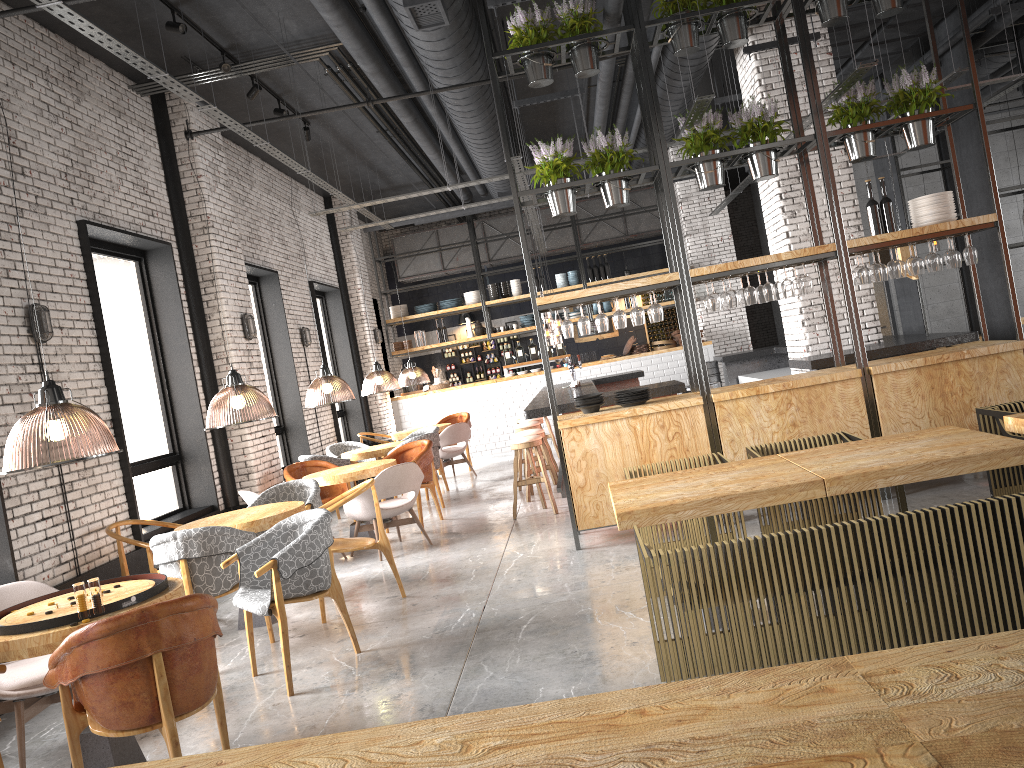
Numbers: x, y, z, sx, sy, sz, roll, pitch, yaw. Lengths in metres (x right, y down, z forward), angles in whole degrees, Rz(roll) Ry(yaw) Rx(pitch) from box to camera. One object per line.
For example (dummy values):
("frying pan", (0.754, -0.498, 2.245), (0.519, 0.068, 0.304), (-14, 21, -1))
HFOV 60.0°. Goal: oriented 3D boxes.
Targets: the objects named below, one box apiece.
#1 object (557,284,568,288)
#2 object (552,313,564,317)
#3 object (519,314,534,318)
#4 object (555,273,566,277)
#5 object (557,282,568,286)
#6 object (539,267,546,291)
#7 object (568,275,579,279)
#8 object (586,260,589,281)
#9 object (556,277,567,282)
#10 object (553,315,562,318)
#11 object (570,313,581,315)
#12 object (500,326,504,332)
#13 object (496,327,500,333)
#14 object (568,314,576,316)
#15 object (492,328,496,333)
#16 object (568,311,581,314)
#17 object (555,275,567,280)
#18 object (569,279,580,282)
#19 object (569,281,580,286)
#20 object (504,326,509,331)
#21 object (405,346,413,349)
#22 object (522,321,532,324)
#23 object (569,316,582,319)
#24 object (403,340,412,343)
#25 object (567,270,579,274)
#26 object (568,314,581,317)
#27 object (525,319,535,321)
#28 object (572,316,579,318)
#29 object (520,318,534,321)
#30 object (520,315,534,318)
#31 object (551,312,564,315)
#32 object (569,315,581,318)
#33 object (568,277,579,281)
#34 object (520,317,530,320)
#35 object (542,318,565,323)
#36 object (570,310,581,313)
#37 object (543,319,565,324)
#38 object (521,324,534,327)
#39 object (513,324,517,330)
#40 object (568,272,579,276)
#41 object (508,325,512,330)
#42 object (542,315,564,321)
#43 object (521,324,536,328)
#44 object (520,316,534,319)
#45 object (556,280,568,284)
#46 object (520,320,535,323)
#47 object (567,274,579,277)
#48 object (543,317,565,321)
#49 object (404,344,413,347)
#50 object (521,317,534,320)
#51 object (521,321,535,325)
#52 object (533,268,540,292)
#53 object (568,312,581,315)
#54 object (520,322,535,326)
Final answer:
("object", (0.949, -1.809, 16.538), (0.210, 0.065, 0.210), (-10, 1, 22))
("object", (0.758, -1.272, 16.559), (0.453, 0.048, 0.454), (-9, 2, 31))
("object", (0.302, -1.269, 16.592), (0.372, 0.050, 0.373), (-10, 2, 26))
("object", (0.913, -2.023, 16.534), (0.210, 0.074, 0.210), (-10, 1, 9))
("object", (0.940, -1.852, 16.537), (0.210, 0.069, 0.209), (-11, 2, -30))
("object", (0.557, -1.948, 16.515), (0.098, 0.471, 0.098), (-10, 0, 27))
("object", (1.150, -1.958, 16.498), (0.218, 0.092, 0.219), (-9, 2, 40))
("object", (1.454, -2.112, 16.645), (0.098, 0.471, 0.098), (-10, 0, 27))
("object", (0.922, -1.937, 16.536), (0.210, 0.078, 0.210), (-10, 1, 26))
("object", (0.764, -1.251, 16.558), (0.455, 0.065, 0.452), (-11, 2, -33))
("object", (1.173, -1.294, 16.531), (0.263, 0.028, 0.264), (-9, 2, 31))
("object", (-0.179, -1.012, 16.410), (0.072, 0.097, 0.072), (-10, 1, 44))
("object", (-0.256, -0.999, 16.416), (0.072, 0.097, 0.072), (-10, 1, 26))
("object", (1.176, -1.284, 16.530), (0.264, 0.032, 0.263), (-11, 2, -37))
("object", (-0.332, -0.985, 16.421), (0.072, 0.097, 0.072), (-10, 1, 27))
("object", (1.169, -1.323, 16.530), (0.265, 0.034, 0.265), (-10, 1, 17))
("object", (0.918, -1.980, 16.533), (0.210, 0.076, 0.210), (-11, 1, -21))
("object", (1.170, -1.896, 16.496), (0.218, 0.093, 0.218), (-10, 1, -12))
("object", (1.171, -1.863, 16.495), (0.219, 0.085, 0.218), (-11, 1, -27))
("object", (-0.099, -1.027, 16.404), (0.072, 0.097, 0.072), (-10, 1, 25))
("object", (-1.958, -0.678, 16.787), (0.157, 0.053, 0.168), (-10, 1, 9))
("object", (0.324, -1.142, 16.593), (0.334, 0.045, 0.335), (-10, 1, 1))
("object", (1.185, -1.230, 16.531), (0.263, 0.026, 0.264), (-9, 2, 39))
("object", (-1.980, -0.798, 16.786), (0.157, 0.053, 0.168), (-10, 1, 9))
("object", (1.138, -2.053, 16.498), (0.218, 0.091, 0.219), (-10, 1, 22))
("object", (1.177, -1.270, 16.531), (0.264, 0.038, 0.265), (-9, 2, 27))
("object", (0.317, -1.181, 16.593), (0.334, 0.039, 0.335), (-10, 1, 4))
("object", (1.183, -1.242, 16.530), (0.263, 0.038, 0.263), (-10, 1, 19))
("object", (0.317, -1.194, 16.594), (0.334, 0.052, 0.334), (-9, 2, 42))
("object", (0.307, -1.250, 16.593), (0.334, 0.048, 0.334), (-10, 1, -9))
("object", (0.756, -1.297, 16.559), (0.452, 0.062, 0.454), (-10, 1, 20))
("object", (1.180, -1.252, 16.531), (0.263, 0.037, 0.263), (-11, 2, -22))
("object", (1.155, -1.926, 16.494), (0.218, 0.092, 0.218), (-10, 1, -6))
("object", (0.310, -1.221, 16.593), (0.335, 0.035, 0.334), (-11, 2, -21))
("object", (0.775, -1.179, 16.560), (0.454, 0.042, 0.453), (-11, 2, -21))
("object", (1.166, -1.334, 16.531), (0.265, 0.037, 0.265), (-10, 1, -1))
("object", (0.780, -1.155, 16.561), (0.454, 0.033, 0.454), (-11, 1, -14))
("object", (0.334, -1.092, 16.592), (0.335, 0.046, 0.334), (-10, 1, -11))
("object", (0.055, -1.054, 16.393), (0.072, 0.097, 0.072), (-10, 1, 36))
("object", (1.149, -2.023, 16.496), (0.218, 0.096, 0.218), (-10, 1, -12))
("object", (-0.023, -1.040, 16.399), (0.072, 0.097, 0.072), (-10, 1, 13))
("object", (0.765, -1.227, 16.559), (0.454, 0.062, 0.453), (-11, 2, -41))
("object", (0.336, -1.078, 16.593), (0.335, 0.033, 0.334), (-11, 2, -27))
("object", (0.308, -1.236, 16.593), (0.335, 0.036, 0.334), (-10, 1, -6))
("object", (0.935, -1.895, 16.540), (0.210, 0.074, 0.210), (-11, 1, -21))
("object", (0.324, -1.165, 16.592), (0.371, 0.071, 0.373), (-10, 1, 16))
("object", (1.145, -1.990, 16.498), (0.218, 0.092, 0.219), (-9, 2, 45))
("object", (0.772, -1.203, 16.560), (0.453, 0.050, 0.455), (-10, 2, 24))
("object", (-1.966, -0.722, 16.786), (0.157, 0.053, 0.168), (-10, 1, 9))
("object", (0.313, -1.210, 16.595), (0.334, 0.052, 0.334), (-10, 1, 21))
("object", (0.325, -1.130, 16.594), (0.333, 0.051, 0.335), (-9, 2, 35))
("object", (0.451, -1.929, 16.523), (0.098, 0.471, 0.098), (-10, 0, 27))
("object", (1.171, -1.305, 16.531), (0.263, 0.029, 0.263), (-11, 1, -19))
("object", (0.329, -1.113, 16.596), (0.373, 0.067, 0.372), (-11, 1, -14))
